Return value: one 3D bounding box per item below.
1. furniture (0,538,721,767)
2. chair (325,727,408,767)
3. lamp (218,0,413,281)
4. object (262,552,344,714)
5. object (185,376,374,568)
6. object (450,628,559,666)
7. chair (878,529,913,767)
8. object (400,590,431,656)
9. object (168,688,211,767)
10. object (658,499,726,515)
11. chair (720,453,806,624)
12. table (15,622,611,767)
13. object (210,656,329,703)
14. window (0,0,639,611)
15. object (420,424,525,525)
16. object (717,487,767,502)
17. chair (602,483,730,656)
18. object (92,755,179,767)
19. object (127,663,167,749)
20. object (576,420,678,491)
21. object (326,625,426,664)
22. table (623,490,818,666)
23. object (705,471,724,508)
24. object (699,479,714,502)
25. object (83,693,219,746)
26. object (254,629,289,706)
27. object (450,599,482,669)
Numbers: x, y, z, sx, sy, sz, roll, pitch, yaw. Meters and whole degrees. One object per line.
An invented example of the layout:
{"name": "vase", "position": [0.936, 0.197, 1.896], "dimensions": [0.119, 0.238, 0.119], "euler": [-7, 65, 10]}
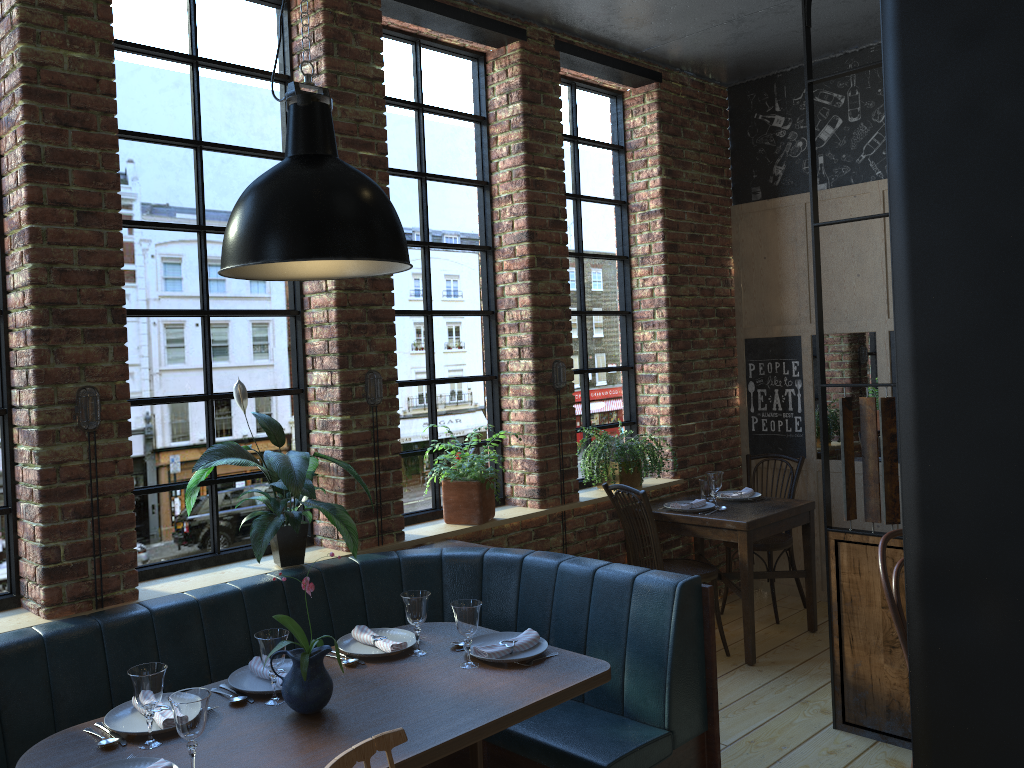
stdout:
{"name": "furniture", "position": [-0.685, 1.142, 2.659], "dimensions": [2.491, 0.822, 1.430], "euler": [-4, 2, -44]}
{"name": "chair", "position": [-0.056, 1.071, 1.276], "dimensions": [0.463, 1.005, 0.521], "euler": [-3, 0, 17]}
{"name": "lamp", "position": [-0.564, -0.970, 2.412], "dimensions": [0.510, 1.326, 0.548], "euler": [-3, 0, -27]}
{"name": "object", "position": [-0.574, 0.680, 2.405], "dimensions": [0.210, 0.431, 0.141], "euler": [-3, 0, -25]}
{"name": "object", "position": [-0.924, 0.337, 3.423], "dimensions": [0.637, 0.751, 0.699], "euler": [-2, 1, 45]}
{"name": "object", "position": [-0.032, 0.831, 2.825], "dimensions": [0.257, 0.051, 0.340], "euler": [-4, 2, -41]}
{"name": "chair", "position": [1.543, 0.980, 2.918], "dimensions": [0.422, 0.920, 0.570], "euler": [-3, 1, -28]}
{"name": "object", "position": [-0.307, 0.773, 2.842], "dimensions": [0.096, 0.192, 0.100], "euler": [-3, 0, -15]}
{"name": "object", "position": [-0.744, 0.819, 2.047], "dimensions": [0.096, 0.192, 0.100], "euler": [-3, 0, -15]}
{"name": "object", "position": [0.976, 0.656, 4.778], "dimensions": [0.257, 0.051, 0.340], "euler": [-4, 2, -41]}
{"name": "chair", "position": [1.514, 0.903, 5.331], "dimensions": [0.424, 0.915, 0.497], "euler": [-2, 1, 40]}
{"name": "table", "position": [-0.487, 1.221, 2.450], "dimensions": [1.468, 0.661, 0.862], "euler": [-4, 2, -44]}
{"name": "object", "position": [-0.726, 0.870, 2.632], "dimensions": [0.310, 0.051, 0.282], "euler": [-4, 2, -41]}
{"name": "window", "position": [-1.598, -0.386, 1.815], "dimensions": [3.502, 2.428, 8.379], "euler": [-2, 2, 10]}
{"name": "object", "position": [-0.217, 0.421, 4.249], "dimensions": [0.447, 0.482, 0.433], "euler": [-3, 1, -22]}
{"name": "object", "position": [1.276, 0.632, 5.072], "dimensions": [0.257, 0.051, 0.340], "euler": [-4, 2, -41]}
{"name": "chair", "position": [0.808, 0.959, 4.620], "dimensions": [0.504, 0.915, 0.419], "euler": [-3, 0, -24]}
{"name": "object", "position": [-0.870, 0.898, 1.966], "dimensions": [0.257, 0.051, 0.340], "euler": [-4, 2, -41]}
{"name": "object", "position": [-0.923, 0.821, 2.242], "dimensions": [0.096, 0.192, 0.100], "euler": [-3, 0, -15]}
{"name": "object", "position": [0.635, 0.412, 5.005], "dimensions": [0.578, 0.369, 0.522], "euler": [-4, 2, -44]}
{"name": "object", "position": [-0.459, 0.849, 2.906], "dimensions": [0.310, 0.051, 0.282], "euler": [-4, 2, -41]}
{"name": "table", "position": [1.163, 1.032, 4.900], "dimensions": [0.716, 0.727, 0.786], "euler": [-4, 1, -44]}
{"name": "object", "position": [1.109, 0.578, 4.805], "dimensions": [0.101, 0.192, 0.096], "euler": [-3, 0, 16]}
{"name": "object", "position": [1.113, 0.606, 5.032], "dimensions": [0.081, 0.119, 0.087], "euler": [-3, 1, -27]}
{"name": "object", "position": [-0.979, 0.890, 2.385], "dimensions": [0.310, 0.051, 0.282], "euler": [-4, 2, -41]}
{"name": "object", "position": [-0.675, 0.801, 2.490], "dimensions": [0.096, 0.192, 0.100], "euler": [-3, 0, -15]}
{"name": "object", "position": [-0.136, 0.769, 2.706], "dimensions": [0.096, 0.192, 0.100], "euler": [-3, 0, -15]}
